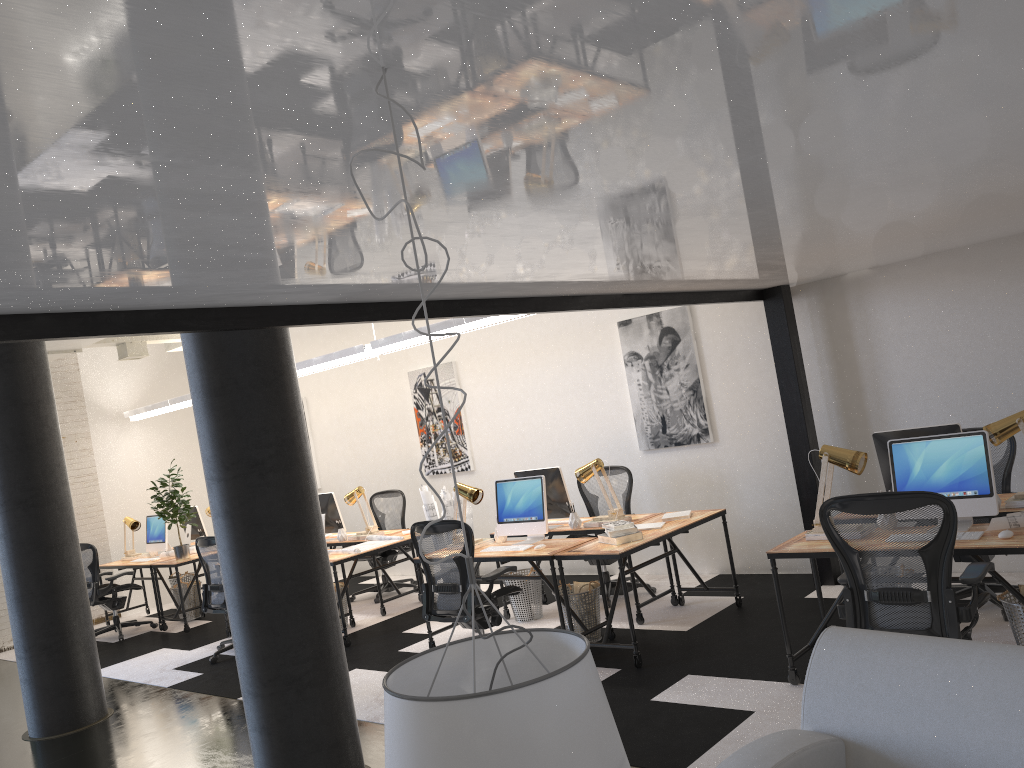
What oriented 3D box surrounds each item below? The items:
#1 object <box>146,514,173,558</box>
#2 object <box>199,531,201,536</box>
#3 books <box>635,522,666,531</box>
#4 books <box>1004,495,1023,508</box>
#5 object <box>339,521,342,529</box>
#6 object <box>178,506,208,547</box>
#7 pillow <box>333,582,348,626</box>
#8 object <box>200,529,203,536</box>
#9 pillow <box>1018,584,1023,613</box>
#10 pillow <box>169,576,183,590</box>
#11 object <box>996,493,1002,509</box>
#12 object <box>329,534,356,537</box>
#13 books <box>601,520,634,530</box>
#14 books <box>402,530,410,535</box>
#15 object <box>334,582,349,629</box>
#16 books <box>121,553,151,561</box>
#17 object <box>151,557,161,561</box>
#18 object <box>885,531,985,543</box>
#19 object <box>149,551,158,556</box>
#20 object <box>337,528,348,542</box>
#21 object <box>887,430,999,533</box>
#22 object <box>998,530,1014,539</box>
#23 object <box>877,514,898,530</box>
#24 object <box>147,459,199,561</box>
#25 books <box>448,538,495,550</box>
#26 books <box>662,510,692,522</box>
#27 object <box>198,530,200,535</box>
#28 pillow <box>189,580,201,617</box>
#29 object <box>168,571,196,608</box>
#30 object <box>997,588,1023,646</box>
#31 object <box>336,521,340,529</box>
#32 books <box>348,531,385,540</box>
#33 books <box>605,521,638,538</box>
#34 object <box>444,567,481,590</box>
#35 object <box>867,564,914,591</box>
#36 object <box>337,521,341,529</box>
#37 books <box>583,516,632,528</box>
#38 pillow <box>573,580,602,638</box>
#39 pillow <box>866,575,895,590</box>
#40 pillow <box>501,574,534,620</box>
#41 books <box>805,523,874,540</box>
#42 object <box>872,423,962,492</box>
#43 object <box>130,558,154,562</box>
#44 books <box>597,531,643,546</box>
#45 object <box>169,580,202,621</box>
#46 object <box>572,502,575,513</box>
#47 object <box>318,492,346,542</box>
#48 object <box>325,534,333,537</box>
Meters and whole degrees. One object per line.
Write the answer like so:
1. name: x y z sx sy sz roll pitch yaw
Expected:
1. object: -4.051 1.740 10.188 0.484 0.485 0.189 -11 -1 42
2. object: -3.663 1.820 10.470 0.008 0.207 0.054 -10 -1 29
3. books: 0.949 1.007 6.260 0.243 0.019 0.205 -11 -2 19
4. books: 2.840 0.620 4.758 0.309 0.038 0.225 -11 -2 42
5. object: -1.667 1.439 8.707 0.008 0.207 0.054 -10 -1 7
6. object: -3.896 1.729 10.757 0.484 0.485 0.189 -11 -1 42
7. pillow: -1.611 2.053 8.276 0.239 0.406 0.119 -11 -1 42
8. object: -3.653 1.817 10.476 0.008 0.207 0.054 -10 -1 7
9. pillow: 2.654 1.191 4.375 0.239 0.406 0.119 -11 -1 42
10. pillow: -4.086 2.541 10.879 0.239 0.406 0.119 -11 -1 42
11. object: 2.594 0.621 4.814 0.101 0.126 0.101 -10 -1 -3
12. object: -1.704 1.555 9.133 0.439 0.017 0.118 -11 -2 42
13. books: 0.707 0.944 5.934 0.152 0.030 0.185 -9 -2 -20
14. books: -0.922 1.399 8.446 0.243 0.019 0.205 -10 -2 -11
15. object: -1.669 2.048 8.221 0.359 0.435 0.353 -11 -1 38
16. books: -4.459 2.046 10.511 0.309 0.038 0.225 -11 -2 42
17. object: -3.942 1.939 9.813 0.059 0.029 0.106 -11 -2 43
18. object: 2.074 0.754 4.366 0.439 0.017 0.118 -11 -2 42
19. object: -4.228 1.961 10.456 0.101 0.126 0.101 -10 -1 -3
20. object: -1.671 1.483 8.715 0.101 0.126 0.101 -10 -1 -3
21. object: 2.199 0.500 4.518 0.484 0.485 0.189 -11 -1 42
22. object: 2.309 0.700 4.142 0.059 0.029 0.106 -11 -2 43
23. object: 2.022 0.721 4.785 0.101 0.126 0.101 -10 -1 -3
24. object: -3.616 1.342 9.448 0.514 1.077 0.438 -11 -1 32
25. books: -0.321 1.235 6.844 0.309 0.038 0.225 -11 -2 42
26. books: 1.206 0.965 6.489 0.200 0.024 0.235 -10 -2 15
27. object: -3.678 1.822 10.489 0.054 0.207 0.008 -10 -1 25
28. pillow: -3.597 2.431 10.046 0.239 0.406 0.119 -11 -1 42
29. object: -4.033 2.519 10.935 0.359 0.435 0.353 -11 -1 38
30. object: 2.596 1.186 4.320 0.359 0.435 0.353 -11 -1 38
31. object: -1.693 1.444 8.719 0.054 0.207 0.008 -10 -1 25
32. books: -1.425 1.481 8.659 0.309 0.038 0.225 -11 -2 42
33. books: 0.727 0.972 5.938 0.193 0.044 0.257 -10 -2 -1
34. object: -0.436 1.855 7.993 0.353 0.398 0.353 -10 -1 -3
35. object: 2.218 1.280 5.264 0.359 0.435 0.353 -11 -1 38
36. object: -1.678 1.442 8.701 0.008 0.207 0.054 -10 -1 29
37. books: 0.728 1.048 6.762 0.309 0.038 0.225 -11 -2 42
38. pillow: 0.542 1.620 6.379 0.239 0.406 0.119 -11 -1 42
39. pillow: 2.165 1.301 5.209 0.239 0.406 0.119 -11 -1 42
40. pillow: 0.053 1.730 7.213 0.239 0.406 0.119 -11 -1 42
41. books: 1.791 0.806 4.840 0.309 0.038 0.225 -11 -2 42
42. object: 2.355 0.489 5.086 0.484 0.485 0.189 -11 -1 42
43. object: -4.176 1.994 10.037 0.439 0.017 0.118 -11 -2 42
44. books: 0.719 1.021 5.916 0.200 0.050 0.272 -9 -2 -21
45. object: -3.655 2.426 9.991 0.359 0.435 0.353 -11 -1 38
46. object: 0.486 1.006 6.810 0.008 0.207 0.054 -10 -1 7
47. object: -1.910 1.351 8.987 0.484 0.485 0.189 -11 -1 42
48. object: -1.941 1.597 9.357 0.059 0.029 0.106 -11 -2 43
